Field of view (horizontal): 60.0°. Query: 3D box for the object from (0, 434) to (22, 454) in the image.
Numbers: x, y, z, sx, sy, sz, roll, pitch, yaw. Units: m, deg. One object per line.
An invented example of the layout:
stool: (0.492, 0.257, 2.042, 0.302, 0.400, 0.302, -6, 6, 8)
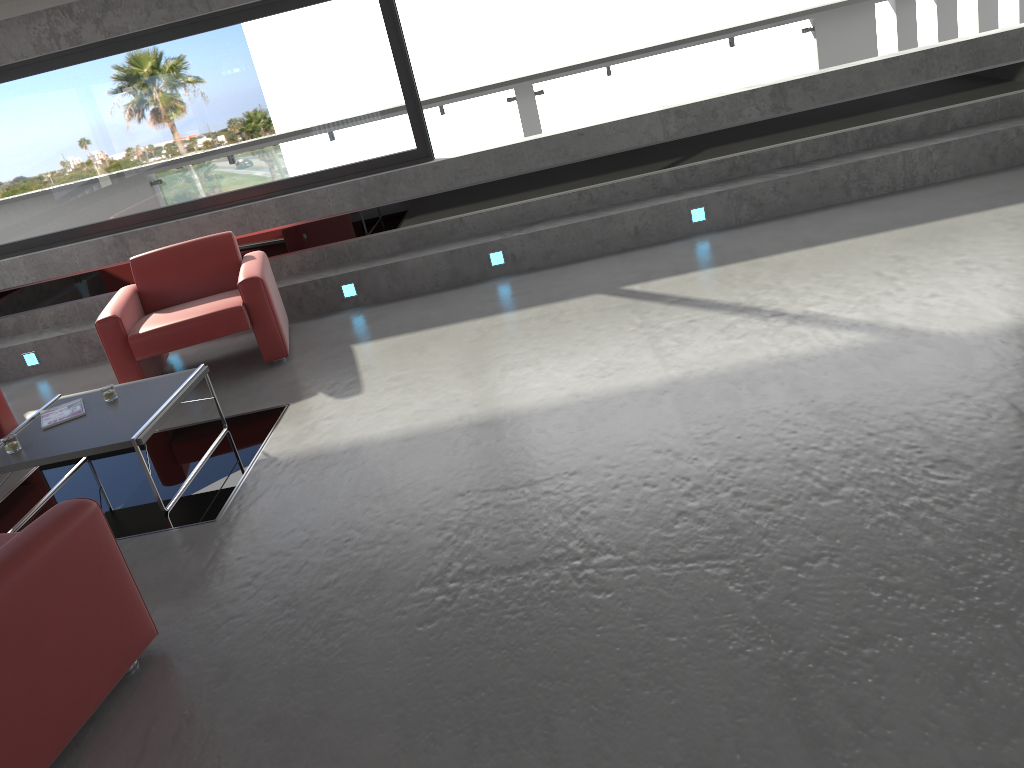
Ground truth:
object: (-2.607, 0.312, 4.618, 0.079, 0.077, 0.079, -18, 22, -10)

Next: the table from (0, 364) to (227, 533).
table: (-2.260, 0.362, 4.951, 0.994, 0.436, 1.018, -11, 22, 6)

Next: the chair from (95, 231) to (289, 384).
chair: (-2.369, -0.565, 6.613, 1.196, 0.854, 1.130, -17, 22, -8)

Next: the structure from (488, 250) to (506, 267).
structure: (-0.123, -1.027, 7.259, 0.123, 0.123, 0.004, -11, 22, 6)

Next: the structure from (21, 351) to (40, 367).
structure: (-4.161, -0.213, 7.671, 0.123, 0.123, 0.004, -11, 22, 6)

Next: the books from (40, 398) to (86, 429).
books: (-2.546, 0.162, 5.024, 0.228, 0.022, 0.326, -23, 23, -22)

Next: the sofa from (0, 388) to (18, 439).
sofa: (-4.075, 0.512, 4.994, 1.120, 0.854, 2.626, -11, 22, 6)

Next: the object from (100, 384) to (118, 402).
object: (-2.307, 0.051, 5.079, 0.079, 0.077, 0.079, -8, 22, 13)

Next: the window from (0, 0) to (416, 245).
window: (-3.135, -2.130, 7.486, 4.583, 1.364, 0.003, -11, 22, 6)

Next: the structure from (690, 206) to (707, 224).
structure: (1.491, -1.353, 7.095, 0.123, 0.123, 0.004, -11, 22, 6)

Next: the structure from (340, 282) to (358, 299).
structure: (-1.357, -0.779, 7.385, 0.123, 0.123, 0.004, -11, 22, 6)

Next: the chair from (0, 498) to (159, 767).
chair: (-2.096, 0.845, 2.999, 1.196, 0.854, 1.130, -8, 22, 15)
